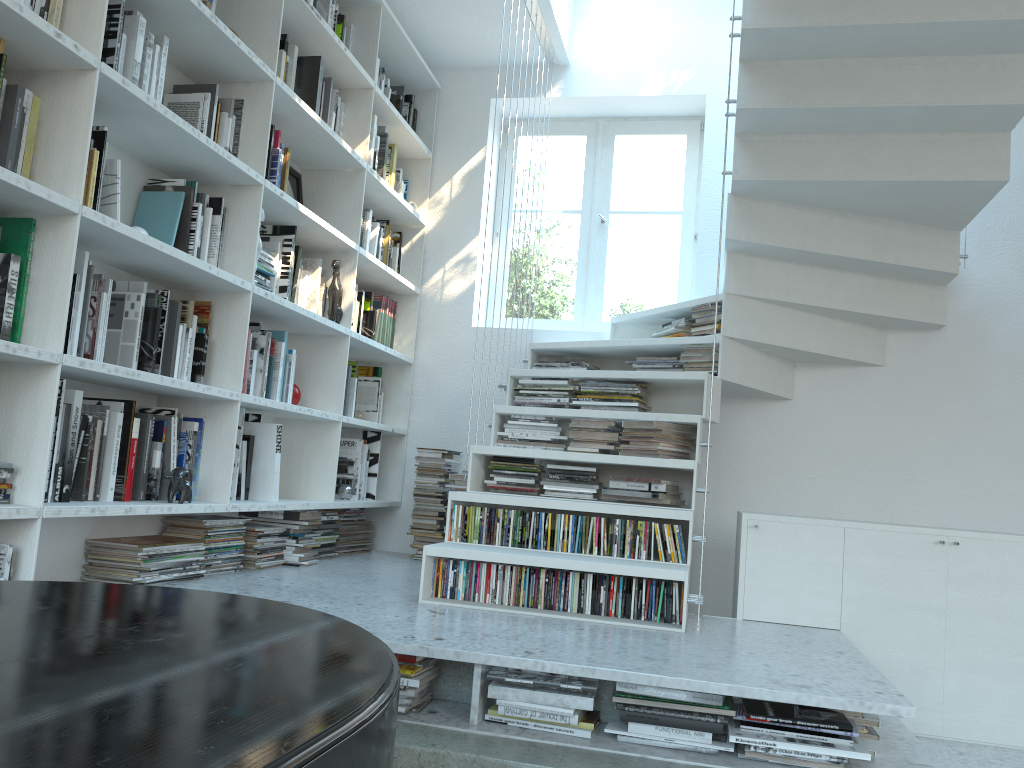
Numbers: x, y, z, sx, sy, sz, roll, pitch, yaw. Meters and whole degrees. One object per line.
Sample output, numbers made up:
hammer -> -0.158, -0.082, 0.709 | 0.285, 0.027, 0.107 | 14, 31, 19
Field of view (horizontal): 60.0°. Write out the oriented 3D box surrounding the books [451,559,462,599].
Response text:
books -> -0.174, 0.646, 2.947 | 0.010, 0.125, 0.125 | 3, -6, 13

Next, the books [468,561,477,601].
books -> -0.120, 0.648, 2.935 | 0.008, 0.125, 0.125 | 3, -6, 13

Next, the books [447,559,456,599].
books -> -0.189, 0.645, 2.951 | 0.008, 0.125, 0.125 | 3, -6, 13

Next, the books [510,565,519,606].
books -> 0.016, 0.656, 2.904 | 0.008, 0.125, 0.125 | 3, -6, 13

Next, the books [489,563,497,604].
books -> -0.053, 0.652, 2.920 | 0.008, 0.125, 0.125 | 3, -6, 13

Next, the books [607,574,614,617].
books -> 0.317, 0.672, 2.836 | 0.008, 0.125, 0.125 | 3, -6, 13

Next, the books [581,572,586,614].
books -> 0.236, 0.668, 2.854 | 0.011, 0.125, 0.125 | 3, -6, 13

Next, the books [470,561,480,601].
books -> -0.113, 0.649, 2.933 | 0.008, 0.125, 0.125 | 3, -6, 13

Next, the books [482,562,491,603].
books -> -0.075, 0.651, 2.925 | 0.008, 0.125, 0.125 | 3, -6, 13

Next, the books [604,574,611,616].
books -> 0.309, 0.672, 2.837 | 0.007, 0.125, 0.125 | 3, -6, 13

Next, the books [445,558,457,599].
books -> -0.197, 0.644, 2.952 | 0.007, 0.125, 0.125 | 3, -6, 13

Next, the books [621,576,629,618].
books -> 0.362, 0.675, 2.825 | 0.012, 0.125, 0.125 | 3, -6, 13

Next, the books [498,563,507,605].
books -> -0.023, 0.654, 2.913 | 0.008, 0.125, 0.125 | 3, -6, 13

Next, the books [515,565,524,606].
books -> 0.031, 0.657, 2.901 | 0.008, 0.125, 0.125 | 3, -6, 13

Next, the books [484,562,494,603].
books -> -0.069, 0.651, 2.923 | 0.008, 0.125, 0.125 | 3, -6, 13

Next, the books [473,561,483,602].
books -> -0.104, 0.649, 2.932 | 0.008, 0.125, 0.125 | 3, -6, 13

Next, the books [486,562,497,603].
books -> -0.061, 0.652, 2.922 | 0.007, 0.125, 0.125 | 3, -6, 13

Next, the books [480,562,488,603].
books -> -0.083, 0.650, 2.927 | 0.007, 0.125, 0.125 | 3, -6, 13

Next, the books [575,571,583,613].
books -> 0.219, 0.667, 2.858 | 0.007, 0.125, 0.125 | 3, -6, 13

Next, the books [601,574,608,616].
books -> 0.302, 0.671, 2.839 | 0.007, 0.125, 0.125 | 3, -6, 13

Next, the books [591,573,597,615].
books -> 0.267, 0.670, 2.847 | 0.010, 0.125, 0.125 | 3, -6, 13

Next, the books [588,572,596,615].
books -> 0.259, 0.669, 2.849 | 0.008, 0.125, 0.125 | 3, -6, 13

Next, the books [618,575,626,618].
books -> 0.352, 0.674, 2.828 | 0.008, 0.125, 0.125 | 3, -6, 13

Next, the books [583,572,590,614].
books -> 0.243, 0.668, 2.852 | 0.011, 0.125, 0.125 | 3, -6, 13

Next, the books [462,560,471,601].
books -> -0.142, 0.647, 2.940 | 0.007, 0.125, 0.125 | 3, -6, 13

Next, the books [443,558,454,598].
books -> -0.204, 0.644, 2.954 | 0.007, 0.125, 0.125 | 3, -6, 13

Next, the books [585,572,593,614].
books -> 0.252, 0.669, 2.850 | 0.008, 0.125, 0.125 | 3, -6, 13

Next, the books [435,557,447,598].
books -> -0.230, 0.642, 2.960 | 0.008, 0.125, 0.125 | 3, -6, 13

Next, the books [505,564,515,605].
books -> 0.000, 0.655, 2.908 | 0.007, 0.125, 0.125 | 3, -6, 13

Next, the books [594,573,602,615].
books -> 0.276, 0.670, 2.845 | 0.012, 0.125, 0.125 | 3, -6, 13

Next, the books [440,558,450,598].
books -> -0.212, 0.643, 2.956 | 0.009, 0.125, 0.125 | 3, -6, 13

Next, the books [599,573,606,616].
books -> 0.295, 0.671, 2.841 | 0.007, 0.125, 0.125 | 3, -6, 13

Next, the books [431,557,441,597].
books -> -0.245, 0.642, 2.963 | 0.007, 0.125, 0.125 | 3, -6, 13

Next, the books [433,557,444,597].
books -> -0.237, 0.642, 2.962 | 0.008, 0.125, 0.125 | 3, -6, 13

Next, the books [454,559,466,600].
books -> -0.166, 0.646, 2.945 | 0.007, 0.125, 0.125 | 3, -6, 13

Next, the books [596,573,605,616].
books -> 0.287, 0.671, 2.842 | 0.008, 0.125, 0.125 | 3, -6, 13

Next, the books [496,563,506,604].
books -> -0.030, 0.653, 2.915 | 0.007, 0.125, 0.125 | 3, -6, 13

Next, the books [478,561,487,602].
books -> -0.090, 0.650, 2.928 | 0.007, 0.125, 0.125 | 3, -6, 13

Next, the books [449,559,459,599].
books -> -0.182, 0.645, 2.949 | 0.008, 0.125, 0.125 | 3, -6, 13

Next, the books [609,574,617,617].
books -> 0.324, 0.673, 2.834 | 0.008, 0.125, 0.125 | 3, -6, 13

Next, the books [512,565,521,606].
books -> 0.023, 0.656, 2.903 | 0.008, 0.125, 0.125 | 3, -6, 13

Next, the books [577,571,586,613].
books -> 0.226, 0.667, 2.856 | 0.008, 0.125, 0.125 | 3, -6, 13

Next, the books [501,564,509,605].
books -> -0.015, 0.654, 2.911 | 0.008, 0.125, 0.125 | 3, -6, 13

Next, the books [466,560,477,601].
books -> -0.128, 0.648, 2.937 | 0.008, 0.125, 0.125 | 3, -6, 13

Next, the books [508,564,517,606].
books -> 0.008, 0.655, 2.906 | 0.008, 0.125, 0.125 | 3, -6, 13

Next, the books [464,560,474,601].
books -> -0.135, 0.648, 2.938 | 0.008, 0.125, 0.125 | 3, -6, 13

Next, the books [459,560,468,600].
books -> -0.150, 0.647, 2.942 | 0.009, 0.125, 0.125 | 3, -6, 13

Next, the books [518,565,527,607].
books -> 0.038, 0.657, 2.899 | 0.009, 0.125, 0.125 | 3, -6, 13

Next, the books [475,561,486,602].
books -> -0.097, 0.650, 2.930 | 0.007, 0.125, 0.125 | 3, -6, 13

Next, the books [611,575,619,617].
books -> 0.334, 0.673, 2.832 | 0.010, 0.125, 0.125 | 3, -6, 13

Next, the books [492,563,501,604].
books -> -0.045, 0.653, 2.918 | 0.009, 0.125, 0.125 | 3, -6, 13

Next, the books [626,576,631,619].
books -> 0.373, 0.675, 2.823 | 0.010, 0.125, 0.125 | 3, -6, 13

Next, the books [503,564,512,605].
books -> -0.008, 0.655, 2.909 | 0.008, 0.125, 0.125 | 3, -6, 13

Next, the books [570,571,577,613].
books -> 0.204, 0.666, 2.861 | 0.008, 0.125, 0.125 | 3, -6, 13

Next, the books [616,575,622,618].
books -> 0.344, 0.674, 2.829 | 0.010, 0.125, 0.125 | 3, -6, 13

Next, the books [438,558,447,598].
books -> -0.221, 0.643, 2.958 | 0.010, 0.125, 0.125 | 3, -6, 13

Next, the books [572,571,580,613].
books -> 0.212, 0.667, 2.859 | 0.008, 0.125, 0.125 | 3, -6, 13

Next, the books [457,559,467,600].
books -> -0.157, 0.646, 2.944 | 0.009, 0.125, 0.125 | 3, -6, 13

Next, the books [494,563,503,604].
books -> -0.037, 0.653, 2.916 | 0.007, 0.125, 0.125 | 3, -6, 13
